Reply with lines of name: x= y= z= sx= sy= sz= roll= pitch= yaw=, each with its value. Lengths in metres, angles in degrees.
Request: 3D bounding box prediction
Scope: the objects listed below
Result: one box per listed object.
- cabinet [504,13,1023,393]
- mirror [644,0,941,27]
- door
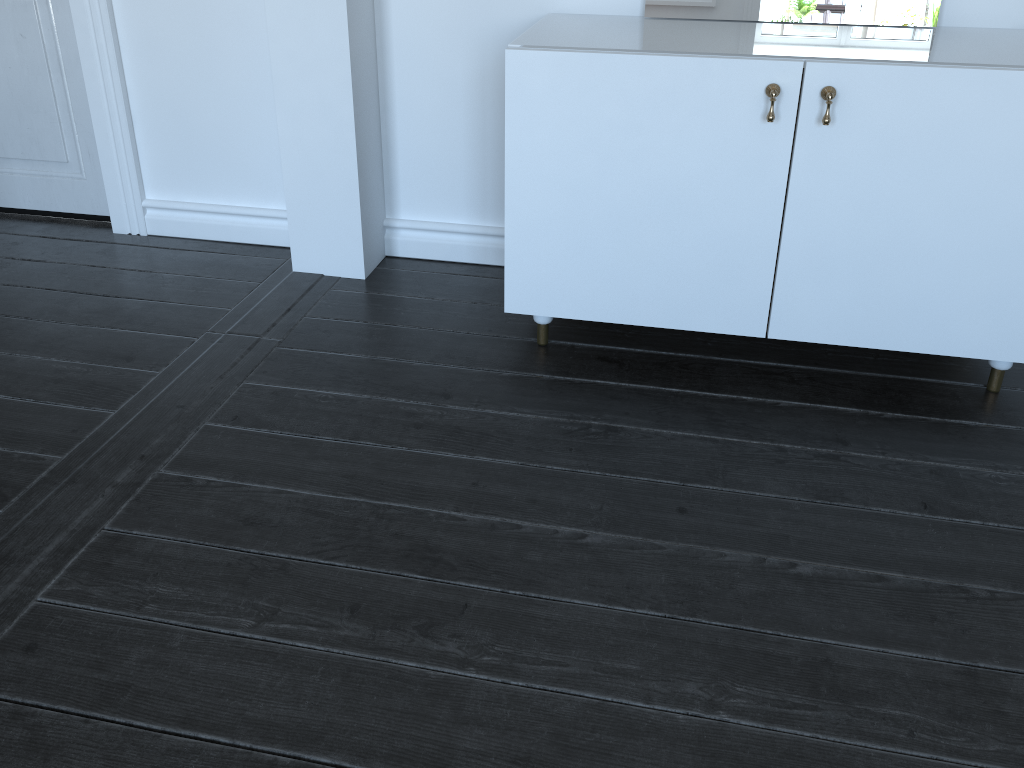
cabinet: x=0.622 y=-0.444 z=2.095 sx=1.203 sy=0.702 sz=0.617 roll=6 pitch=28 yaw=10
mirror: x=0.684 y=-1.123 z=2.095 sx=0.697 sy=0.480 sz=0.056 roll=6 pitch=26 yaw=11
door: x=-1.670 y=-1.632 z=2.484 sx=1.044 sy=2.363 sz=0.121 roll=6 pitch=26 yaw=11
